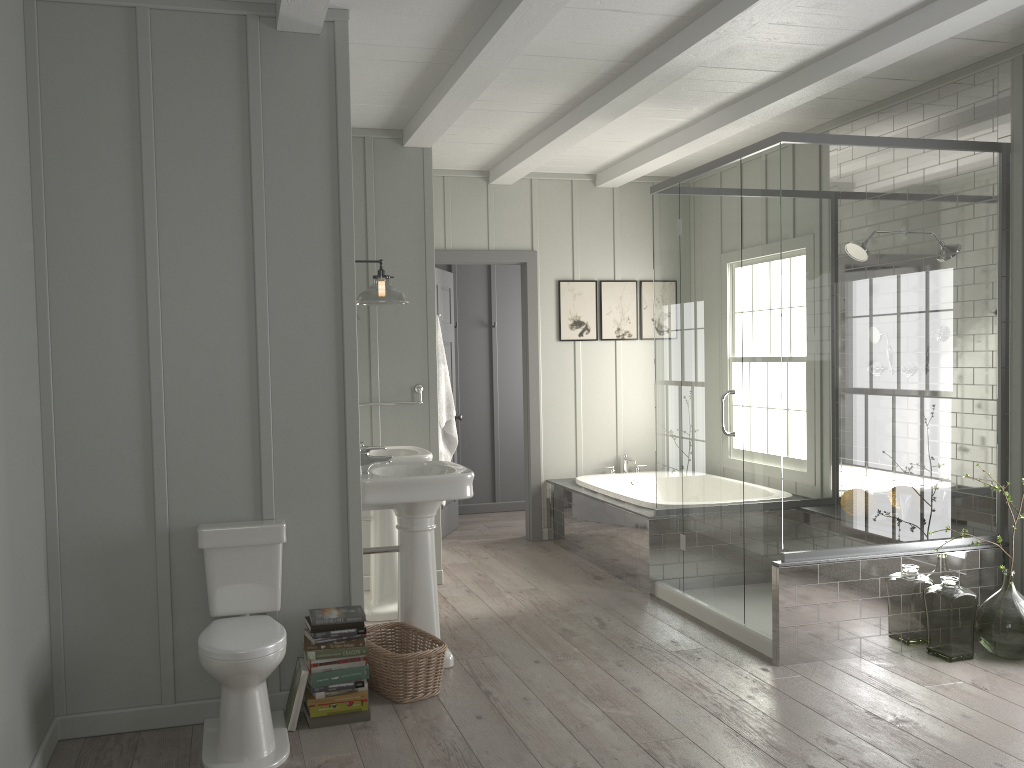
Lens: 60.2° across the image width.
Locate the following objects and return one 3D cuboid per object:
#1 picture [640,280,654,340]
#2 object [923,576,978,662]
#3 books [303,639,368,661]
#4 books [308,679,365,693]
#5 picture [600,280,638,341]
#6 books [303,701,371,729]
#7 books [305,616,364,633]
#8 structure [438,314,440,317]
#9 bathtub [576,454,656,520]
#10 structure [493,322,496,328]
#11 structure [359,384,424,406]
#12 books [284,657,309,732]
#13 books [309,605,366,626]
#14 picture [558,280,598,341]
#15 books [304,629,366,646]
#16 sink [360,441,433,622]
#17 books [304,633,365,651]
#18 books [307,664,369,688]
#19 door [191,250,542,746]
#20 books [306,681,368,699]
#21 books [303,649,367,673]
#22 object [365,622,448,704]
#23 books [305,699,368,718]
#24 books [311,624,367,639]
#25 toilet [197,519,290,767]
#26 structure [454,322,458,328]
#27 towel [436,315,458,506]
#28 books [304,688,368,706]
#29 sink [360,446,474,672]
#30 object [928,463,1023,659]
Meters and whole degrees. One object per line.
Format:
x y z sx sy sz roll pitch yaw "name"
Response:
1.149 -0.577 6.907 0.308 0.462 0.012 -2 3 -14 "picture"
1.983 1.056 4.001 0.160 0.361 0.166 -2 2 -18 "object"
-0.693 1.029 3.460 0.231 0.032 0.173 -2 2 -16 "books"
-0.692 1.162 3.461 0.204 0.024 0.152 -2 2 -16 "books"
0.827 -0.568 6.824 0.308 0.462 0.012 -2 3 -14 "picture"
-0.690 1.287 3.479 0.234 0.049 0.167 -2 2 -19 "books"
-0.694 0.929 3.452 0.203 0.024 0.153 -2 2 -19 "books"
-0.494 -0.428 5.605 0.078 0.056 0.057 -2 2 -16 "structure"
1.114 0.802 6.118 1.031 0.490 1.587 -2 2 -17 "bathtub"
-0.167 -0.531 7.954 0.019 0.051 0.138 -2 2 -18 "structure"
-0.822 0.071 5.333 0.592 0.123 0.055 -2 2 -14 "structure"
-0.836 1.203 3.429 0.090 0.235 0.173 -2 2 -17 "books"
-0.684 0.904 3.453 0.204 0.024 0.152 -2 2 -14 "books"
0.505 -0.559 6.741 0.308 0.462 0.012 -2 3 -14 "picture"
-0.694 0.978 3.465 0.201 0.025 0.154 -2 2 -26 "books"
-0.732 0.764 4.859 0.557 1.014 0.579 -2 2 -16 "sink"
-0.696 1.002 3.457 0.230 0.024 0.150 -2 2 -10 "books"
-0.694 1.123 3.465 0.222 0.053 0.163 -2 2 -26 "books"
0.393 0.191 3.478 4.186 2.197 7.911 -2 2 -17 "door"
-0.691 1.185 3.475 0.202 0.025 0.153 -2 2 -26 "books"
-0.696 1.071 3.467 0.218 0.052 0.158 -2 2 -21 "books"
-0.482 1.189 3.782 0.282 0.220 0.480 -3 2 -35 "object"
-0.690 1.242 3.465 0.218 0.041 0.165 -2 2 -18 "books"
-0.683 0.954 3.456 0.203 0.024 0.152 -2 2 -16 "books"
-0.972 0.934 3.228 0.326 0.787 0.533 -2 2 -17 "toilet"
-0.505 -0.521 7.859 0.019 0.051 0.138 -2 2 -18 "structure"
-0.429 0.167 5.653 0.159 1.205 0.323 -2 3 -12 "towel"
-0.691 1.210 3.466 0.228 0.024 0.151 -2 2 -16 "books"
-0.477 0.782 4.073 0.557 1.014 0.579 -2 2 -16 "sink"
2.123 0.675 3.945 0.506 1.117 0.280 -2 3 -17 "object"
